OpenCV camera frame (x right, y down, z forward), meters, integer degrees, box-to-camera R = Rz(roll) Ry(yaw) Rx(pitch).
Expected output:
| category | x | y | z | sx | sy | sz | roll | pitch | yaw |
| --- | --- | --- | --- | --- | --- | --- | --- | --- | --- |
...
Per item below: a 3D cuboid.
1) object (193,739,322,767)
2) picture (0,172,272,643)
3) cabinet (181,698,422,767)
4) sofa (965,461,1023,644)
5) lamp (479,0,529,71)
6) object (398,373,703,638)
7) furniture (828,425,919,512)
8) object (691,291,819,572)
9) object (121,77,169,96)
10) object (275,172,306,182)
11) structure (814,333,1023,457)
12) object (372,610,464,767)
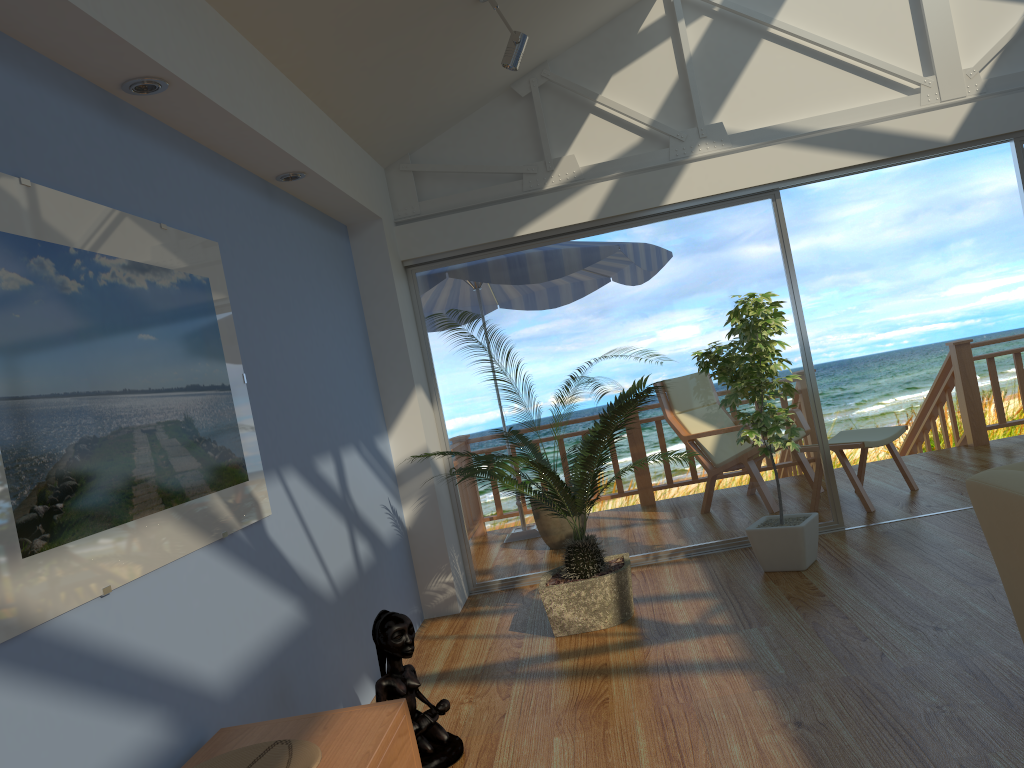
| category | x | y | z | sx | sy | sz | roll | pitch | yaw |
| --- | --- | --- | --- | --- | --- | --- | --- | --- | --- |
| object | -0.557 | 0.834 | 1.830 | 0.337 | 0.053 | 0.337 | -11 | 0 | 6 |
| picture | -0.968 | -0.001 | 2.294 | 0.005 | 0.937 | 1.419 | -11 | 0 | 5 |
| cabinet | -0.554 | 1.092 | 1.366 | 0.500 | 0.468 | 1.911 | -11 | 0 | 5 |
| sofa | 2.627 | 0.335 | 2.258 | 2.448 | 0.597 | 0.950 | -11 | 0 | 5 |
| lamp | -0.029 | -1.555 | 3.894 | 0.194 | 0.353 | 0.125 | -11 | 0 | -12 |
| object | 0.210 | 0.605 | 4.277 | 1.413 | 1.093 | 1.488 | -11 | 0 | -12 |
| furniture | 2.222 | 0.540 | 5.691 | 0.619 | 0.427 | 0.449 | -11 | 0 | -40 |
| object | 1.309 | 0.227 | 4.479 | 0.495 | 1.409 | 0.699 | -11 | 0 | -22 |
| object | -1.020 | -0.842 | 2.459 | 0.122 | 0.050 | 0.122 | -11 | 0 | -12 |
| object | -0.915 | -0.870 | 3.654 | 0.122 | 0.050 | 0.122 | -11 | 0 | -12 |
| structure | 3.075 | 0.642 | 7.096 | 6.950 | 2.064 | 4.086 | -11 | 0 | 5 |
| object | -0.353 | 1.017 | 2.996 | 0.292 | 0.517 | 0.291 | -11 | 0 | 40 |
